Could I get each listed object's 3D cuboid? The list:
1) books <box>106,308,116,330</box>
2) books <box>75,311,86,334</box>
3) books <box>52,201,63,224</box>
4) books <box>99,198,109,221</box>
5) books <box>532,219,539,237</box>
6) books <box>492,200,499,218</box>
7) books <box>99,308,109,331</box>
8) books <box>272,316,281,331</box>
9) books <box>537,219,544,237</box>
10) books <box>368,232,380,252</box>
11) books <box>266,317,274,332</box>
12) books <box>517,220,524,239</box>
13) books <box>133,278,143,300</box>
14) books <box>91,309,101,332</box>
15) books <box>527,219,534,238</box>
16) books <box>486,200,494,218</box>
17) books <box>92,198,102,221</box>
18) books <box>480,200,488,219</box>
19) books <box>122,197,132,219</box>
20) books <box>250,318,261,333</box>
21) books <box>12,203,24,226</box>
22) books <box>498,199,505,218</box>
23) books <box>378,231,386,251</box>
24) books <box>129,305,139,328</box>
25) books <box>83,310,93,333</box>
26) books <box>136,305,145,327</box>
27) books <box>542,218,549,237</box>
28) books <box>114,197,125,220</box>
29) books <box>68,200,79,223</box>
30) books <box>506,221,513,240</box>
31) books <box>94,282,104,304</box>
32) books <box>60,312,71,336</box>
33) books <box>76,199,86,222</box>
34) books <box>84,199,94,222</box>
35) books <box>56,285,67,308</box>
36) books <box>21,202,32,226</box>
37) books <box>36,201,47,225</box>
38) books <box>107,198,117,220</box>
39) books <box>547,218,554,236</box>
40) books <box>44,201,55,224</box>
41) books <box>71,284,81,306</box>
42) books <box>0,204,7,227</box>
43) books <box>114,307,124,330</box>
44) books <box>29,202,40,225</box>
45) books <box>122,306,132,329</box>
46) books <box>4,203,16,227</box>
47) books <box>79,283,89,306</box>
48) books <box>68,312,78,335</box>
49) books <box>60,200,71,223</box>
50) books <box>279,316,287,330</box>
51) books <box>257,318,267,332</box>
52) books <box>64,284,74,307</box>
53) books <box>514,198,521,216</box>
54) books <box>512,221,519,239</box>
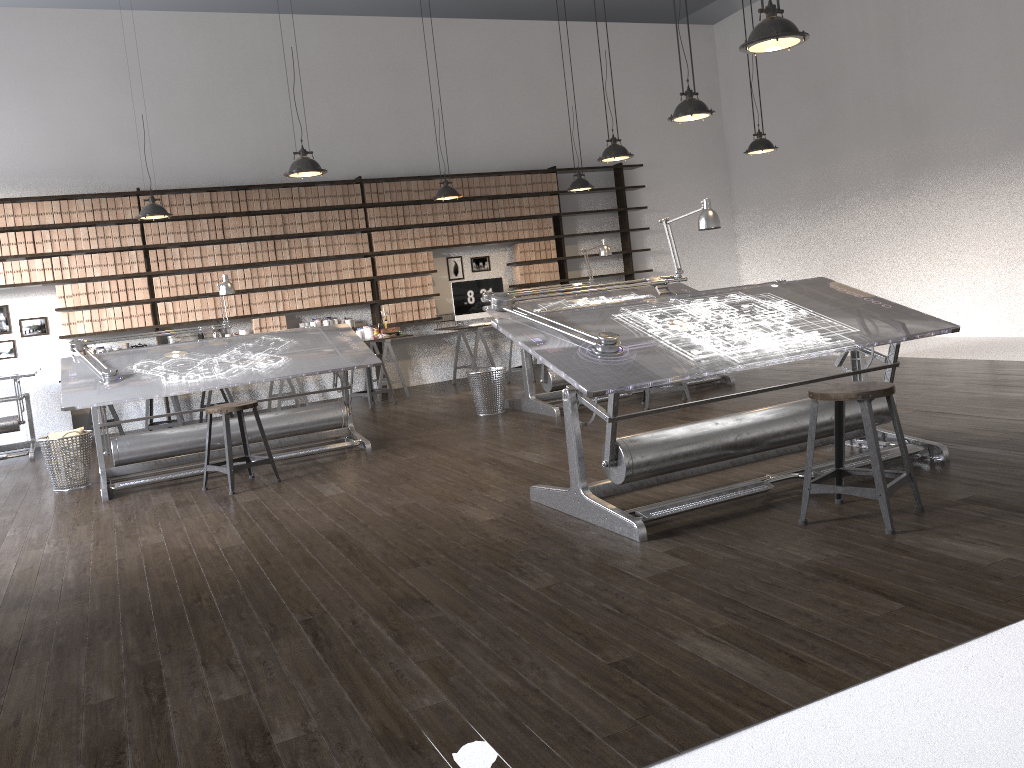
[{"bbox_3d":[-4.048,-0.654,8.946,0.067,0.225,0.174,-8,5,-24],"label":"books"},{"bbox_3d":[-4.303,-0.613,8.828,0.067,0.225,0.175,-8,5,-24],"label":"books"},{"bbox_3d":[-4.482,-1.684,8.737,0.067,0.225,0.175,-8,5,-24],"label":"books"},{"bbox_3d":[-4.106,-1.746,8.914,0.067,0.225,0.175,-8,5,-24],"label":"books"},{"bbox_3d":[0.253,-1.912,10.923,0.067,0.225,0.175,-8,5,-24],"label":"books"},{"bbox_3d":[-0.227,-2.105,10.707,0.067,0.225,0.175,-8,5,-24],"label":"books"},{"bbox_3d":[-4.113,-0.644,8.920,0.067,0.225,0.174,-8,5,-24],"label":"books"},{"bbox_3d":[-2.568,-0.621,9.629,0.067,0.225,0.174,-8,5,-24],"label":"books"},{"bbox_3d":[0.311,-1.922,10.956,0.067,0.225,0.175,-8,5,-24],"label":"books"},{"bbox_3d":[-1.570,-1.613,10.087,0.067,0.225,0.175,-8,5,-24],"label":"books"},{"bbox_3d":[-2.634,-0.611,9.603,0.067,0.225,0.174,-8,5,-24],"label":"books"},{"bbox_3d":[0.070,-1.882,10.840,0.067,0.225,0.175,-8,5,-24],"label":"books"},{"bbox_3d":[-3.819,-0.965,9.051,0.067,0.225,0.175,-8,5,-24],"label":"books"},{"bbox_3d":[-4.175,-0.634,8.889,0.067,0.225,0.175,-8,5,-24],"label":"books"},{"bbox_3d":[0.191,-1.902,10.900,0.067,0.225,0.175,-8,5,-24],"label":"books"},{"bbox_3d":[-0.292,-2.093,10.671,0.067,0.225,0.175,-8,5,-24],"label":"books"},{"bbox_3d":[-4.162,-1.736,8.883,0.067,0.225,0.175,-8,5,-24],"label":"books"},{"bbox_3d":[-0.361,-2.083,10.645,0.067,0.225,0.175,-8,5,-24],"label":"books"},{"bbox_3d":[-3.913,-1.778,9.002,0.067,0.225,0.174,-8,5,-24],"label":"books"},{"bbox_3d":[-2.756,-0.590,9.540,0.067,0.225,0.175,-8,5,-24],"label":"books"},{"bbox_3d":[-4.790,-1.634,8.600,0.067,0.225,0.174,-8,5,-24],"label":"books"},{"bbox_3d":[-0.161,-2.115,10.733,0.067,0.225,0.174,-8,5,-24],"label":"books"},{"bbox_3d":[-1.511,-1.622,10.109,0.067,0.225,0.175,-8,5,-24],"label":"books"},{"bbox_3d":[-3.861,-0.685,9.033,0.067,0.225,0.175,-8,5,-24],"label":"books"},{"bbox_3d":[-4.236,-0.623,8.857,0.067,0.225,0.175,-8,5,-24],"label":"books"},{"bbox_3d":[-3.803,-0.695,9.062,0.067,0.225,0.175,-8,5,-24],"label":"books"},{"bbox_3d":[0.375,-1.933,10.986,0.067,0.225,0.174,-8,5,-24],"label":"books"},{"bbox_3d":[-3.978,-1.768,8.976,0.067,0.225,0.174,-8,5,-24],"label":"books"},{"bbox_3d":[-4.358,-1.705,8.801,0.067,0.225,0.174,-8,5,-24],"label":"books"},{"bbox_3d":[-0.058,-1.862,10.787,0.067,0.225,0.174,-8,5,-24],"label":"books"},{"bbox_3d":[-4.151,-0.911,8.900,0.067,0.225,0.174,-8,5,-24],"label":"books"},{"bbox_3d":[-4.418,-0.593,8.772,0.067,0.225,0.175,-8,5,-24],"label":"books"},{"bbox_3d":[-4.293,-1.715,8.826,0.067,0.225,0.174,-8,5,-24],"label":"books"},{"bbox_3d":[-4.227,-1.726,8.853,0.067,0.225,0.175,-8,5,-24],"label":"books"},{"bbox_3d":[-4.455,-0.860,8.754,0.067,0.225,0.175,-8,5,-24],"label":"books"},{"bbox_3d":[-4.726,-1.644,8.630,0.067,0.225,0.175,-8,5,-24],"label":"books"},{"bbox_3d":[-4.605,-1.664,8.684,0.067,0.225,0.175,-8,5,-24],"label":"books"},{"bbox_3d":[-4.040,-1.757,8.946,0.067,0.225,0.175,-8,5,-24],"label":"books"},{"bbox_3d":[0.440,-1.943,11.012,0.067,0.225,0.174,-8,5,-24],"label":"books"},{"bbox_3d":[-4.548,-1.673,8.709,0.067,0.225,0.175,-8,5,-24],"label":"books"},{"bbox_3d":[-4.335,-0.880,8.814,0.067,0.225,0.175,-8,5,-24],"label":"books"},{"bbox_3d":[-4.918,-1.613,8.542,0.067,0.225,0.175,-8,5,-24],"label":"books"},{"bbox_3d":[-3.982,-0.665,8.973,0.067,0.225,0.175,-8,5,-24],"label":"books"},{"bbox_3d":[-4.663,-1.654,8.652,0.067,0.225,0.175,-8,5,-24],"label":"books"},{"bbox_3d":[-3.916,-0.676,9.003,0.067,0.225,0.175,-8,5,-24],"label":"books"},{"bbox_3d":[-4.852,-1.623,8.567,0.067,0.225,0.174,-8,5,-24],"label":"books"},{"bbox_3d":[-4.273,-0.890,8.837,0.067,0.225,0.175,-8,5,-24],"label":"books"},{"bbox_3d":[-4.360,-0.603,8.804,0.067,0.225,0.175,-8,5,-24],"label":"books"},{"bbox_3d":[-4.420,-1.695,8.770,0.067,0.225,0.175,-8,5,-24],"label":"books"},{"bbox_3d":[-2.506,-0.632,9.662,0.067,0.225,0.175,-8,5,-24],"label":"books"},{"bbox_3d":[-2.698,-0.601,9.573,0.067,0.225,0.175,-8,5,-24],"label":"books"},{"bbox_3d":[-4.391,-0.871,8.786,0.067,0.225,0.175,-8,5,-24],"label":"books"},{"bbox_3d":[0.028,-2.146,10.818,0.067,0.225,0.175,-8,5,-24],"label":"books"},{"bbox_3d":[0.005,-1.872,10.815,0.067,0.225,0.175,-8,5,-24],"label":"books"}]
